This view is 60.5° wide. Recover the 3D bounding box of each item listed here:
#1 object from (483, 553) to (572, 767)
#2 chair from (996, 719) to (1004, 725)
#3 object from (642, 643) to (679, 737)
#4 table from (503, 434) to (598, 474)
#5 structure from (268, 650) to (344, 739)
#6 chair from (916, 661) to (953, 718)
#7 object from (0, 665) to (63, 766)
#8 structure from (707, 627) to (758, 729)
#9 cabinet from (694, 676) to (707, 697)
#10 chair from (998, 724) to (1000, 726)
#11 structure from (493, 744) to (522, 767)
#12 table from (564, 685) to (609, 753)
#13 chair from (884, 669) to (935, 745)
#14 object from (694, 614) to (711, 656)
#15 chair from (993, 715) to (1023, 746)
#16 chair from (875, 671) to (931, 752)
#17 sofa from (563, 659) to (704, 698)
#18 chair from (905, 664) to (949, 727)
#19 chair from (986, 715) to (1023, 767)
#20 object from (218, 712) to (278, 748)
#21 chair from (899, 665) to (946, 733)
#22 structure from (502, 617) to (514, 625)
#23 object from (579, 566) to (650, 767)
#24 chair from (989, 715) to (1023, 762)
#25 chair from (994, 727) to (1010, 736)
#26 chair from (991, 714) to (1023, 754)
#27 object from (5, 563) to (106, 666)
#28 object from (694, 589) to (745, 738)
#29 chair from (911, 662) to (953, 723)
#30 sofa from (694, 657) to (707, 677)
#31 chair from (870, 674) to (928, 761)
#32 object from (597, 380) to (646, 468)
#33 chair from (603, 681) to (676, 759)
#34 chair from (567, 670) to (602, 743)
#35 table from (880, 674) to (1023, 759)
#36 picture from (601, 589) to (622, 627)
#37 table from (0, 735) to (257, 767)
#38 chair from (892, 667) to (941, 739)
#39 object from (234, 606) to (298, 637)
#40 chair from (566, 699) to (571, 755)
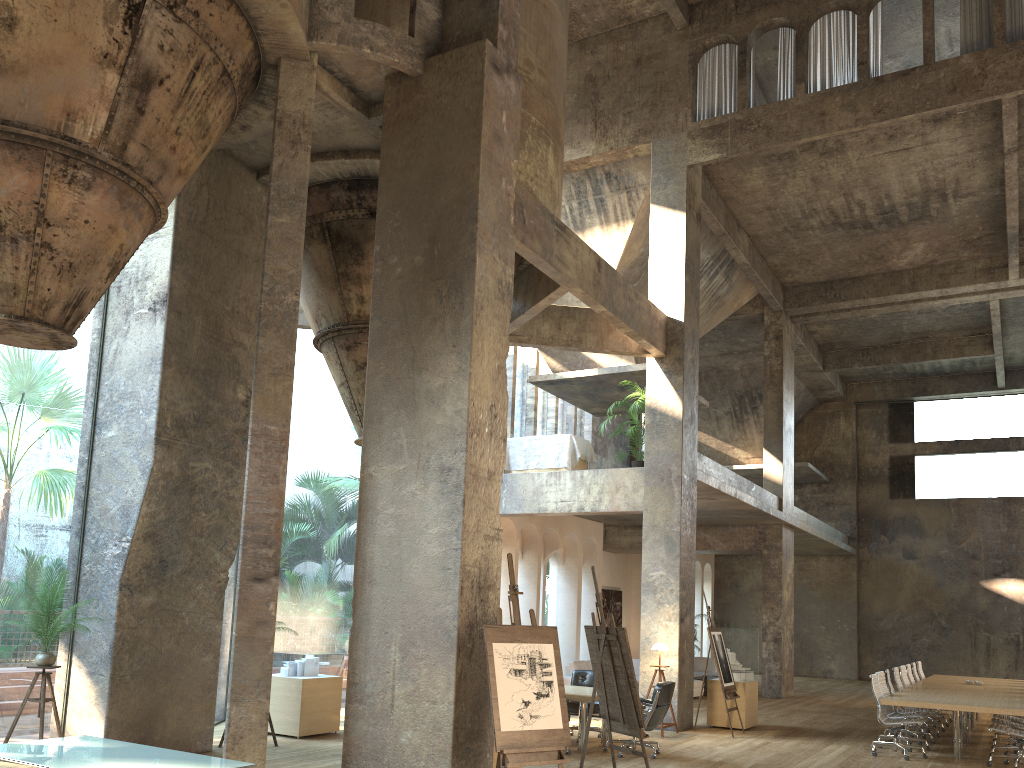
[{"bbox_3d":[0.083,2.372,6.821,0.707,2.105,0.691,8,-10,-33],"label":"object"},{"bbox_3d":[8.882,5.509,15.406,0.703,1.005,0.676,-5,-12,38],"label":"chair"},{"bbox_3d":[2.039,4.391,12.698,0.572,1.272,0.670,-3,-10,30],"label":"object"},{"bbox_3d":[0.635,1.404,16.165,1.756,0.785,1.136,-5,-14,30],"label":"table"},{"bbox_3d":[-2.698,3.938,11.210,0.737,0.994,0.757,-3,-11,30],"label":"structure"},{"bbox_3d":[8.116,5.853,16.853,0.702,1.005,0.676,-5,-12,36],"label":"chair"},{"bbox_3d":[-4.264,3.080,8.074,0.659,0.953,0.582,-2,-10,24],"label":"object"},{"bbox_3d":[3.477,4.609,13.825,0.596,1.517,0.756,-2,-10,30],"label":"structure"},{"bbox_3d":[4.372,6.776,19.742,0.397,0.362,1.591,-4,-15,29],"label":"cabinet"},{"bbox_3d":[8.455,5.300,14.671,0.701,1.005,0.677,-3,-11,29],"label":"chair"},{"bbox_3d":[-0.392,3.299,8.379,0.745,0.994,0.749,-3,-11,30],"label":"structure"},{"bbox_3d":[0.175,4.265,11.399,2.419,0.686,1.125,-6,-15,30],"label":"table"},{"bbox_3d":[5.829,4.737,12.927,0.701,1.005,0.677,-3,-11,29],"label":"chair"},{"bbox_3d":[4.586,7.017,23.459,1.408,1.777,1.379,-5,-12,36],"label":"object"},{"bbox_3d":[7.559,4.857,13.111,0.703,1.005,0.676,-5,-12,38],"label":"chair"},{"bbox_3d":[5.410,4.527,12.188,0.703,1.005,0.676,-5,-12,38],"label":"chair"},{"bbox_3d":[2.540,6.114,18.179,2.072,0.707,2.984,-5,-16,29],"label":"sofa"},{"bbox_3d":[7.185,5.398,15.251,0.702,1.005,0.676,-4,-12,35],"label":"chair"},{"bbox_3d":[3.755,4.469,12.205,12.999,1.011,32.107,-6,-17,29],"label":"chair"},{"bbox_3d":[-3.080,3.700,10.270,0.662,0.953,0.579,7,-10,-23],"label":"object"},{"bbox_3d":[6.740,5.178,14.479,0.703,1.005,0.676,-5,-12,38],"label":"chair"},{"bbox_3d":[-0.379,4.752,14.997,0.596,1.517,0.756,-2,-10,30],"label":"structure"},{"bbox_3d":[0.933,2.843,8.495,0.689,2.105,0.710,7,-9,-27],"label":"object"},{"bbox_3d":[6.658,4.413,11.549,0.702,1.005,0.677,-4,-11,33],"label":"chair"},{"bbox_3d":[8.000,5.071,13.865,0.702,1.005,0.676,-4,-12,35],"label":"chair"},{"bbox_3d":[7.114,4.637,12.338,0.702,1.005,0.676,-4,-12,35],"label":"chair"},{"bbox_3d":[-4.188,2.145,8.142,0.869,0.921,0.695,11,-13,-38],"label":"object"},{"bbox_3d":[3.062,4.124,13.083,0.686,2.105,0.713,-2,-9,29],"label":"object"},{"bbox_3d":[7.641,5.622,16.040,0.702,1.005,0.677,-4,-11,33],"label":"chair"},{"bbox_3d":[4.633,7.141,21.786,2.075,0.706,1.092,-6,-15,29],"label":"sofa"},{"bbox_3d":[5.010,4.313,11.429,0.702,1.005,0.676,-4,-12,35],"label":"chair"},{"bbox_3d":[2.302,0.709,15.178,1.408,1.773,1.379,-5,-12,36],"label":"object"},{"bbox_3d":[1.519,4.025,10.625,0.822,0.875,0.744,-3,-12,26],"label":"chair"},{"bbox_3d":[0.972,4.302,11.778,0.731,0.874,0.838,-2,-12,24],"label":"chair"},{"bbox_3d":[7.142,5.124,13.701,1.607,0.743,7.862,-5,-16,29],"label":"table"},{"bbox_3d":[2.476,6.078,22.164,0.069,1.736,1.531,-2,-11,30],"label":"picture"},{"bbox_3d":[-2.773,2.806,5.965,1.878,0.535,0.959,-6,-15,30],"label":"table"},{"bbox_3d":[6.299,4.964,13.724,0.702,1.005,0.676,-4,-12,35],"label":"chair"},{"bbox_3d":[-2.945,2.743,10.242,0.862,0.921,0.700,-4,-12,33],"label":"object"},{"bbox_3d":[0.322,3.931,10.456,0.733,0.875,0.835,-5,-13,36],"label":"chair"}]
